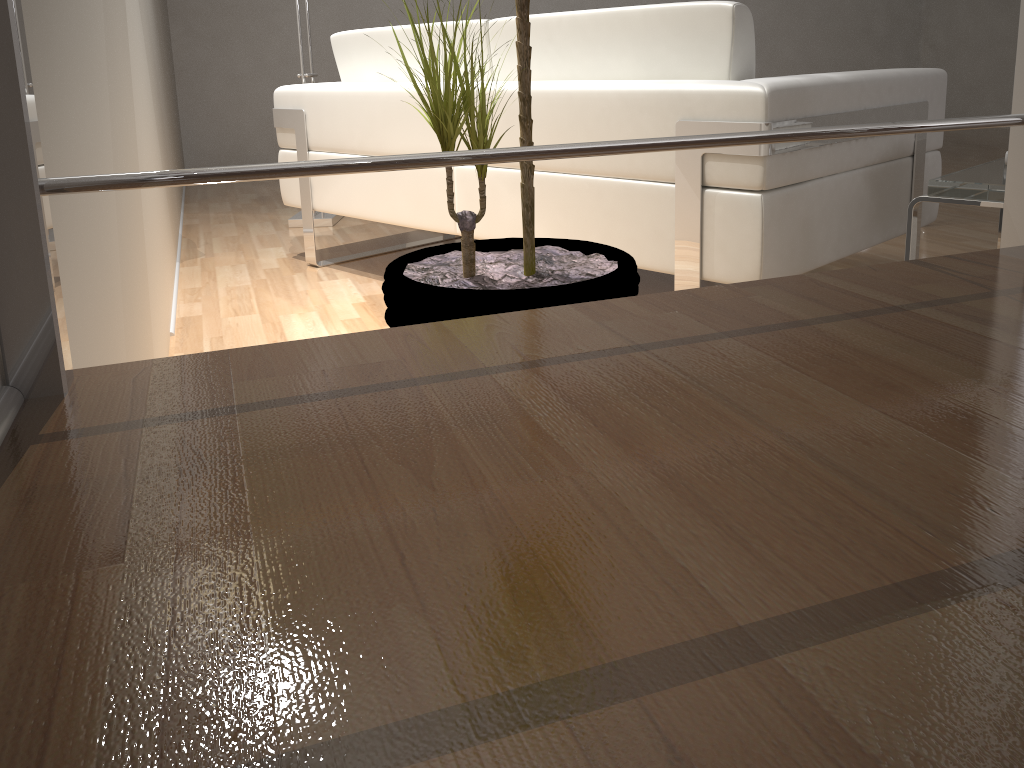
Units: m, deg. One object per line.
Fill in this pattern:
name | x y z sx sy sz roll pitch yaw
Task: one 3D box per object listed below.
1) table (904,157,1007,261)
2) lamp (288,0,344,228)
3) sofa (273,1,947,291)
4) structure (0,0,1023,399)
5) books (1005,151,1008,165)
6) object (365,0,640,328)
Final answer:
table | 1.079 -0.201 1.639 0.563 0.386 0.473 -18 24 -42
lamp | -0.836 -1.472 3.503 0.209 1.612 0.377 -2 13 1
sofa | 0.167 -0.683 2.554 0.926 0.712 1.816 -18 25 -41
structure | 0.791 -0.664 0.768 2.336 1.015 0.059 -9 14 -19
books | 1.136 -0.430 1.663 0.231 0.026 0.294 -18 25 -36
object | 0.008 -0.547 1.189 0.502 1.422 0.455 -3 13 -6
